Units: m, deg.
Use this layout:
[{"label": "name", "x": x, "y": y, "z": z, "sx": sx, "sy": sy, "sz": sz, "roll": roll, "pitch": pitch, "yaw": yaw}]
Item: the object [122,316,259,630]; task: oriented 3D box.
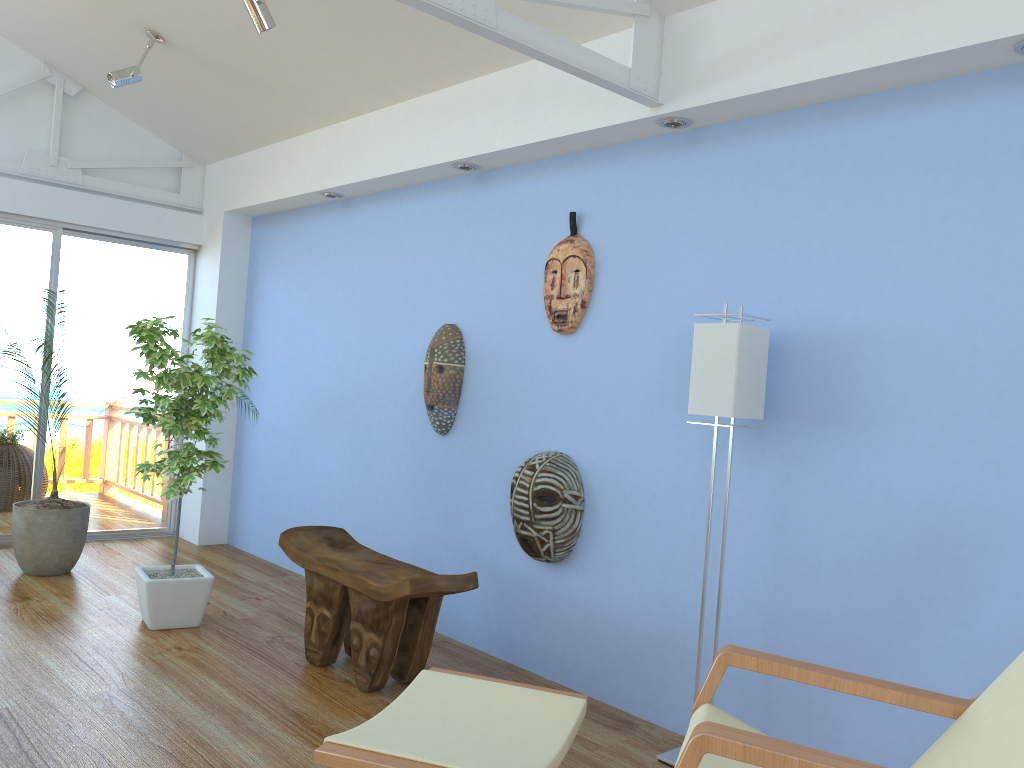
[{"label": "object", "x": -1.490, "y": 0.391, "z": 4.028, "sx": 0.495, "sy": 1.409, "sz": 0.699, "roll": 4, "pitch": 0, "yaw": 1}]

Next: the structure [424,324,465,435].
[{"label": "structure", "x": -0.356, "y": -0.024, "z": 4.252, "sx": 0.115, "sy": 0.541, "sz": 0.254, "roll": 5, "pitch": 0, "yaw": -42}]

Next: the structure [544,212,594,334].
[{"label": "structure", "x": 0.225, "y": -0.462, "z": 3.690, "sx": 0.063, "sy": 0.508, "sz": 0.264, "roll": 5, "pitch": 0, "yaw": -42}]

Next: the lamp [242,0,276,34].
[{"label": "lamp", "x": -0.985, "y": -1.588, "z": 3.563, "sx": 0.195, "sy": 0.351, "sz": 0.127, "roll": 4, "pitch": 0, "yaw": -25}]

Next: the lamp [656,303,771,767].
[{"label": "lamp", "x": 0.673, "y": 0.497, "z": 2.919, "sx": 0.200, "sy": 1.520, "sz": 0.200, "roll": 5, "pitch": 0, "yaw": -42}]

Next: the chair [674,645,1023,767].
[{"label": "chair", "x": 0.755, "y": 0.770, "z": 1.774, "sx": 0.859, "sy": 0.982, "sz": 0.632, "roll": 4, "pitch": 0, "yaw": 18}]

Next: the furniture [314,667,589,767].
[{"label": "furniture", "x": -0.120, "y": 0.981, "z": 2.049, "sx": 0.449, "sy": 0.427, "sz": 0.619, "roll": 4, "pitch": 0, "yaw": 18}]

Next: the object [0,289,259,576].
[{"label": "object", "x": -2.357, "y": 0.184, "z": 4.801, "sx": 1.563, "sy": 1.695, "sz": 1.706, "roll": 4, "pitch": 0, "yaw": 39}]

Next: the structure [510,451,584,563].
[{"label": "structure", "x": 0.102, "y": 0.509, "z": 3.648, "sx": 0.185, "sy": 0.466, "sz": 0.359, "roll": 5, "pitch": 0, "yaw": -42}]

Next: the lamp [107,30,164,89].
[{"label": "lamp", "x": -1.946, "y": -1.669, "z": 4.584, "sx": 0.254, "sy": 0.327, "sz": 0.118, "roll": 4, "pitch": 0, "yaw": -25}]

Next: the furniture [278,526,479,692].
[{"label": "furniture", "x": -0.588, "y": 0.911, "z": 3.585, "sx": 0.329, "sy": 0.507, "sz": 1.100, "roll": 5, "pitch": 0, "yaw": -42}]
